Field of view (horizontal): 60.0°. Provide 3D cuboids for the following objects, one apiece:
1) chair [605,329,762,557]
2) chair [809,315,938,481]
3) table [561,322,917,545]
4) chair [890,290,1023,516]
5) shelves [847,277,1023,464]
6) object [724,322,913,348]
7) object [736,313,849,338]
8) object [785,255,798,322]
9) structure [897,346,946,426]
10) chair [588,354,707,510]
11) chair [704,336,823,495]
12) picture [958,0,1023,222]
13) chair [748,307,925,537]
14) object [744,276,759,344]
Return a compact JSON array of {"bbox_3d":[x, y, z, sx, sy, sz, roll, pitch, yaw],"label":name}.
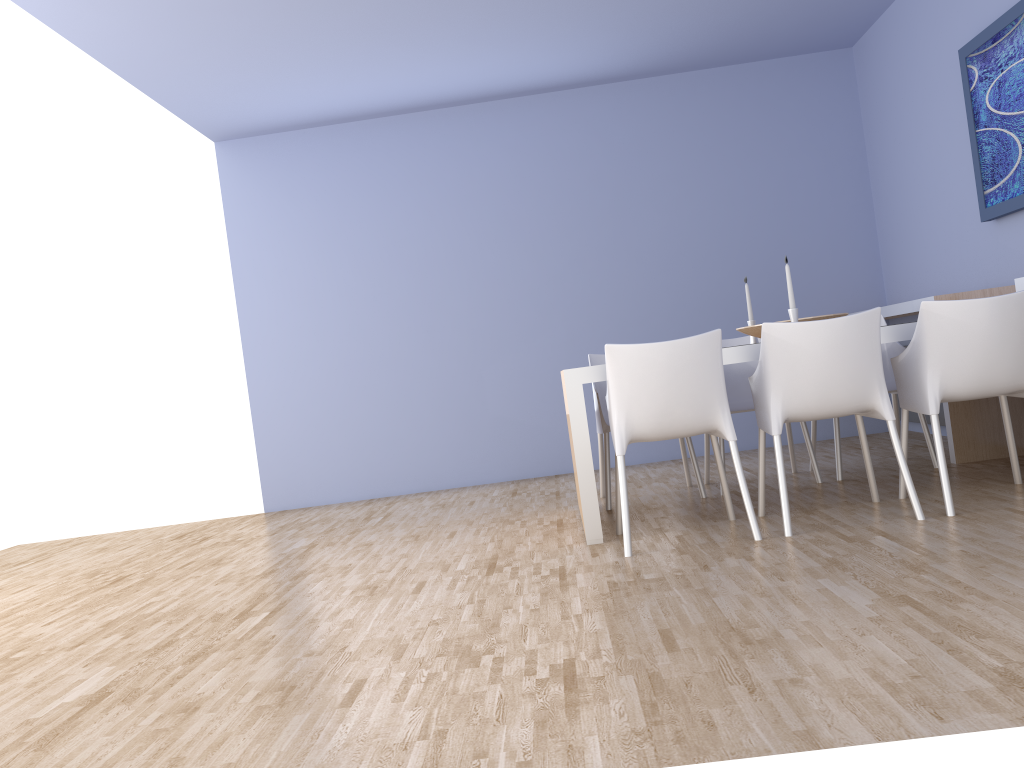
[{"bbox_3d":[0.627,0.211,3.505,0.510,0.793,0.486,-8,0,2],"label":"chair"},{"bbox_3d":[1.813,0.049,4.601,0.510,0.793,0.486,-8,0,3],"label":"chair"},{"bbox_3d":[1.436,0.138,4.045,2.340,0.718,1.002,-8,0,3],"label":"table"},{"bbox_3d":[1.798,0.053,3.453,0.510,0.793,0.486,-8,0,3],"label":"chair"},{"bbox_3d":[2.371,-0.050,4.275,0.463,0.840,3.901,-8,0,3],"label":"shelves"},{"bbox_3d":[1.282,-0.205,4.040,0.986,0.005,0.594,-8,0,2],"label":"object"},{"bbox_3d":[1.278,-0.247,4.043,0.493,0.081,0.493,-8,0,21],"label":"object"},{"bbox_3d":[1.154,-0.362,3.664,0.045,0.349,0.045,-8,0,3],"label":"object"},{"bbox_3d":[2.558,0.011,4.201,0.064,0.503,3.843,-8,0,3],"label":"structure"},{"bbox_3d":[0.676,0.202,4.651,0.510,0.793,0.486,-8,0,3],"label":"chair"},{"bbox_3d":[1.245,0.126,4.626,0.510,0.793,0.486,-8,0,3],"label":"chair"},{"bbox_3d":[2.374,-1.284,3.983,0.049,0.901,1.252,-8,0,3],"label":"picture"},{"bbox_3d":[1.216,0.132,3.479,0.510,0.793,0.486,-8,0,3],"label":"chair"},{"bbox_3d":[1.187,-0.368,4.423,0.045,0.349,0.045,-8,0,44],"label":"object"}]
